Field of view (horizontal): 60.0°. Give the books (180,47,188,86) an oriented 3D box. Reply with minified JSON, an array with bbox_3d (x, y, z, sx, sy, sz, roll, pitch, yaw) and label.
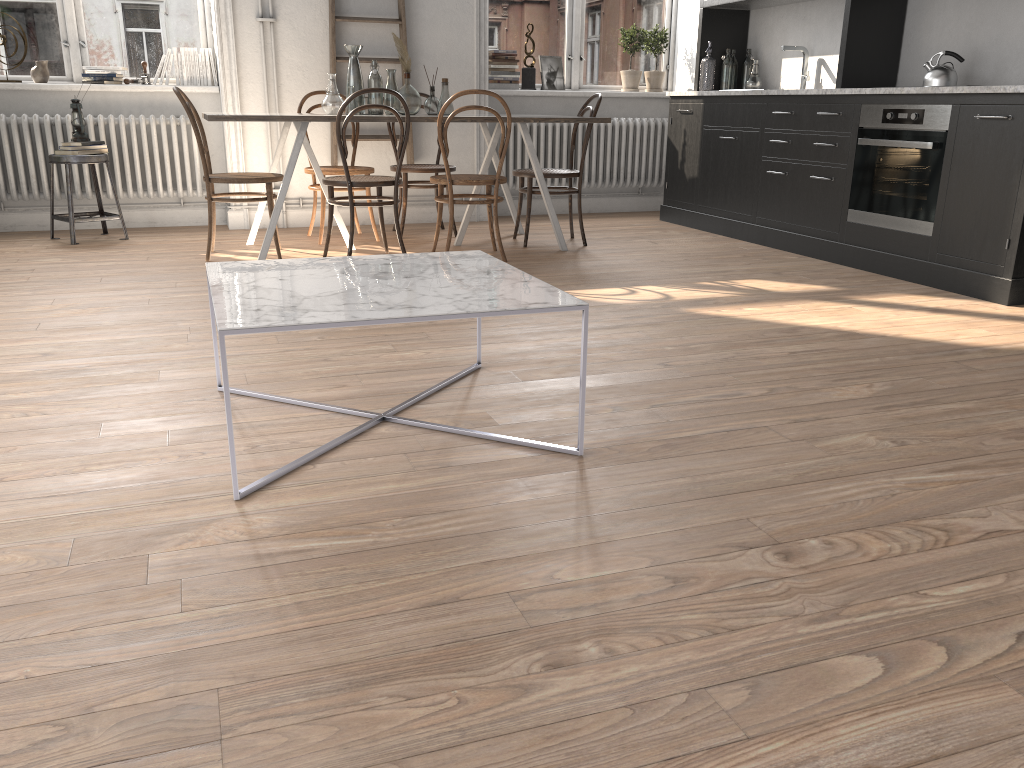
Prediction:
[{"bbox_3d":[-2.245,-2.169,6.069,0.024,0.244,0.175,-6,19,-19],"label":"books"}]

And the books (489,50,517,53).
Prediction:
[{"bbox_3d":[-0.090,-2.536,6.774,0.200,0.024,0.158,-9,20,-29],"label":"books"}]

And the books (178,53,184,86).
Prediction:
[{"bbox_3d":[-2.270,-2.153,6.077,0.020,0.205,0.154,-6,19,-19],"label":"books"}]

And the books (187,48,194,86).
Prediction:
[{"bbox_3d":[-2.215,-2.181,6.106,0.019,0.244,0.174,-6,19,-19],"label":"books"}]

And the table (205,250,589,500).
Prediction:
[{"bbox_3d":[-0.360,-0.089,2.427,0.849,0.393,0.847,-6,19,-19],"label":"table"}]

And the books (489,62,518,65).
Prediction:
[{"bbox_3d":[-0.082,-2.453,6.793,0.205,0.022,0.154,-7,19,-24],"label":"books"}]

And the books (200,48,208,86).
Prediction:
[{"bbox_3d":[-2.134,-2.190,6.139,0.024,0.244,0.175,-6,19,-19],"label":"books"}]

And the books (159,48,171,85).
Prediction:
[{"bbox_3d":[-2.362,-2.158,6.038,0.100,0.235,0.174,-6,19,-19],"label":"books"}]

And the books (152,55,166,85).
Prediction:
[{"bbox_3d":[-2.401,-2.137,6.036,0.105,0.194,0.154,-6,19,-20],"label":"books"}]

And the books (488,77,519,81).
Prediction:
[{"bbox_3d":[-0.092,-2.343,6.812,0.249,0.024,0.175,-5,18,-19],"label":"books"}]

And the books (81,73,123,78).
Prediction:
[{"bbox_3d":[-2.729,-2.057,5.916,0.221,0.023,0.147,-1,18,-4],"label":"books"}]

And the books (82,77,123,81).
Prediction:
[{"bbox_3d":[-2.732,-2.037,5.923,0.205,0.022,0.154,1,18,0],"label":"books"}]

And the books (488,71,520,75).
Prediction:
[{"bbox_3d":[-0.089,-2.387,6.818,0.245,0.028,0.193,-7,19,-24],"label":"books"}]

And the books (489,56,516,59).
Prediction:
[{"bbox_3d":[-0.094,-2.492,6.777,0.231,0.023,0.162,-1,18,-4],"label":"books"}]

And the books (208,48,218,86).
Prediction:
[{"bbox_3d":[-2.073,-2.189,6.138,0.040,0.245,0.174,-6,19,-19],"label":"books"}]

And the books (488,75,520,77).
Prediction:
[{"bbox_3d":[-0.088,-2.366,6.823,0.255,0.014,0.192,-5,18,-16],"label":"books"}]

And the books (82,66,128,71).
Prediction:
[{"bbox_3d":[-2.711,-2.106,5.916,0.243,0.019,0.174,-2,18,-10],"label":"books"}]

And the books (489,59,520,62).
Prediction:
[{"bbox_3d":[-0.087,-2.472,6.786,0.243,0.019,0.174,-6,19,-19],"label":"books"}]

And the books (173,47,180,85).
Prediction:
[{"bbox_3d":[-2.301,-2.174,6.081,0.024,0.244,0.175,-6,19,-19],"label":"books"}]

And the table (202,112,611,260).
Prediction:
[{"bbox_3d":[-0.656,-1.212,5.340,2.199,0.782,1.098,-6,19,-19],"label":"table"}]

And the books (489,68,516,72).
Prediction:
[{"bbox_3d":[-0.082,-2.410,6.807,0.205,0.022,0.154,-1,18,-6],"label":"books"}]

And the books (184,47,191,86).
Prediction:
[{"bbox_3d":[-2.228,-2.174,6.084,0.019,0.244,0.174,-6,19,-19],"label":"books"}]

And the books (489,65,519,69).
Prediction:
[{"bbox_3d":[-0.081,-2.434,6.806,0.222,0.024,0.158,-6,19,-19],"label":"books"}]

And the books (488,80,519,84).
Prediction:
[{"bbox_3d":[-0.092,-2.321,6.819,0.249,0.023,0.175,-7,19,-23],"label":"books"}]

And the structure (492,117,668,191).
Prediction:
[{"bbox_3d":[0.580,-1.839,7.070,1.577,0.553,0.194,-6,19,-19],"label":"structure"}]

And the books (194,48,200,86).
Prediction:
[{"bbox_3d":[-2.169,-2.180,6.104,0.019,0.244,0.174,-6,19,-19],"label":"books"}]

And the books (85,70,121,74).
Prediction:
[{"bbox_3d":[-2.723,-2.074,5.899,0.205,0.020,0.154,-9,20,-29],"label":"books"}]

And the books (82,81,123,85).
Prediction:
[{"bbox_3d":[-2.739,-2.015,5.931,0.221,0.023,0.147,10,20,27],"label":"books"}]

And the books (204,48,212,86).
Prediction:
[{"bbox_3d":[-2.103,-2.187,6.129,0.024,0.244,0.175,-6,19,-19],"label":"books"}]

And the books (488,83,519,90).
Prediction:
[{"bbox_3d":[-0.095,-2.290,6.830,0.248,0.043,0.192,-6,19,-19],"label":"books"}]

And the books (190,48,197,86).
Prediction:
[{"bbox_3d":[-2.196,-2.184,6.117,0.024,0.244,0.175,-6,19,-19],"label":"books"}]

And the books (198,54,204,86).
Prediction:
[{"bbox_3d":[-2.148,-2.164,6.119,0.020,0.205,0.154,-6,19,-19],"label":"books"}]

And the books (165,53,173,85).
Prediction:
[{"bbox_3d":[-2.339,-2.145,6.053,0.072,0.203,0.154,-6,19,-19],"label":"books"}]

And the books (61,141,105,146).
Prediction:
[{"bbox_3d":[-2.666,-1.496,5.515,0.147,0.027,0.221,4,18,12],"label":"books"}]

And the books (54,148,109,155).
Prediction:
[{"bbox_3d":[-2.678,-1.447,5.522,0.194,0.034,0.245,7,19,19],"label":"books"}]

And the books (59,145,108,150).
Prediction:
[{"bbox_3d":[-2.668,-1.474,5.520,0.162,0.029,0.231,15,23,39],"label":"books"}]

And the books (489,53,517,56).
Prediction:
[{"bbox_3d":[-0.081,-2.514,6.774,0.205,0.020,0.154,-6,19,-19],"label":"books"}]
